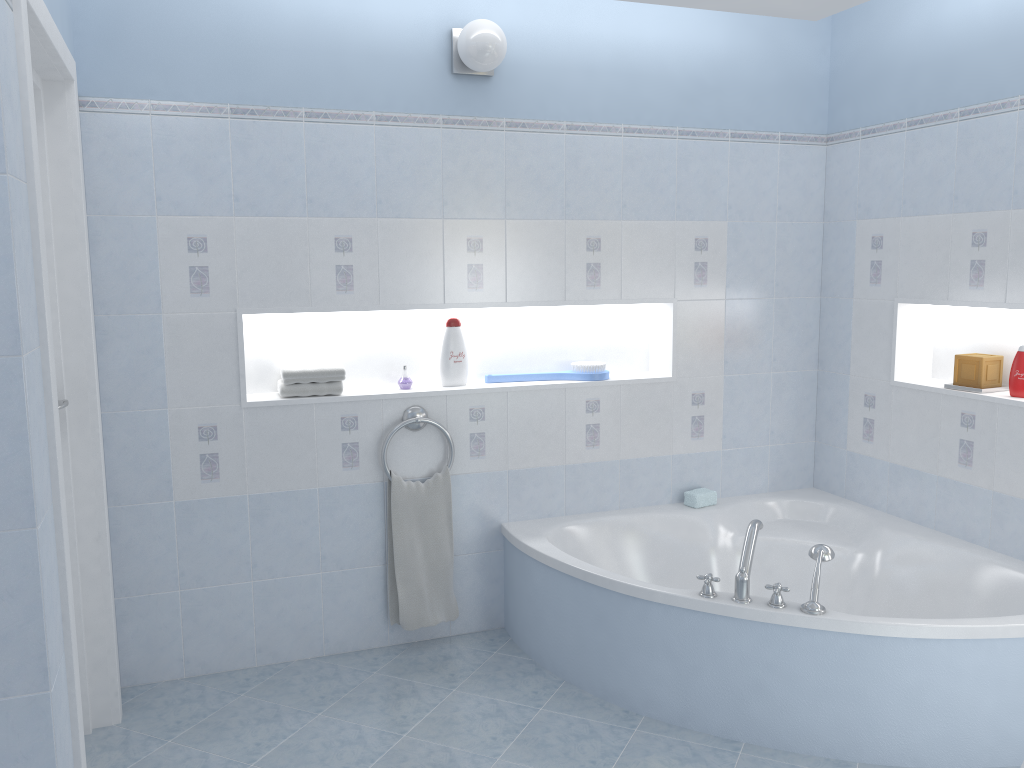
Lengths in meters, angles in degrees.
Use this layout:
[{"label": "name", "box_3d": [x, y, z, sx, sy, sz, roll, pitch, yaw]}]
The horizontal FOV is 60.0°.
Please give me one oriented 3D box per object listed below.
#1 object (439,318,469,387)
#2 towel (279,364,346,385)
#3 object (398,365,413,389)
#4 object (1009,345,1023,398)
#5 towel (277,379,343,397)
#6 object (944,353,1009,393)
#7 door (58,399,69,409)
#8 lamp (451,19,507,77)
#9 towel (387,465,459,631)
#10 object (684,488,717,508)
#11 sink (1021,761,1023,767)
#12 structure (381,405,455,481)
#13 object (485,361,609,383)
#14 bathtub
[{"label": "object", "box_3d": [-0.234, -0.128, 3.564, 0.134, 0.276, 0.063, -5, 9, -32]}, {"label": "towel", "box_3d": [-0.757, -0.043, 3.364, 0.232, 0.062, 0.163, -3, 8, -18]}, {"label": "object", "box_3d": [-0.421, -0.027, 3.495, 0.059, 0.094, 0.059, -4, 9, -26]}, {"label": "object", "box_3d": [1.819, -0.045, 3.150, 0.092, 0.190, 0.044, 7, 11, 44]}, {"label": "towel", "box_3d": [-0.766, 0.009, 3.366, 0.232, 0.060, 0.162, -3, 8, -18]}, {"label": "object", "box_3d": [1.763, -0.045, 3.356, 0.160, 0.130, 0.160, -4, 9, -25]}, {"label": "door", "box_3d": [-1.260, 0.179, 2.346, 0.098, 2.011, 0.823, -3, 8, -20]}, {"label": "lamp", "box_3d": [-0.114, -1.228, 3.231, 0.180, 0.180, 0.216, -3, 8, -20]}, {"label": "towel", "box_3d": [-0.343, 0.636, 3.447, 0.280, 0.634, 0.101, -4, 8, -22]}, {"label": "object", "box_3d": [0.819, 0.495, 3.856, 0.128, 0.059, 0.081, -6, 9, -33]}, {"label": "sink", "box_3d": [0.925, 0.611, 1.040, 0.634, 0.489, 0.533, -3, 8, -20]}, {"label": "structure", "box_3d": [-0.365, 0.250, 3.423, 0.291, 0.332, 0.051, -3, 8, -20]}, {"label": "object", "box_3d": [0.147, -0.052, 3.748, 0.534, 0.065, 0.172, -1, 8, -6]}, {"label": "bathtub", "box_3d": [0.952, 0.752, 3.190, 1.578, 0.670, 1.596, -3, 8, -20]}]
